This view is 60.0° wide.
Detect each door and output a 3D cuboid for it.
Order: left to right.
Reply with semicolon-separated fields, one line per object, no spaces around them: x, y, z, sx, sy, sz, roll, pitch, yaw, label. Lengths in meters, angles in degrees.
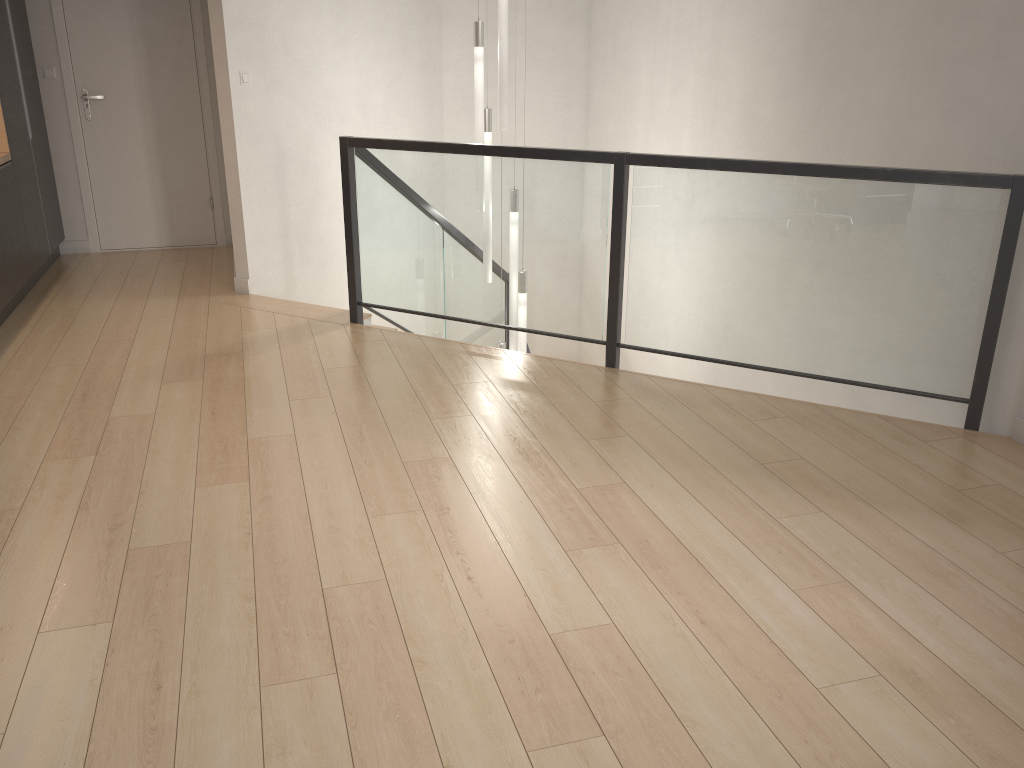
-2.683;-2.029;6.402;0.974;2.136;0.085;-6;21;-16;door

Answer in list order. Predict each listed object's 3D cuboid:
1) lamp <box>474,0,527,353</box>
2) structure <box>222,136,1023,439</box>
-0.058;-2.390;5.191;0.359;6.725;0.359;7;21;18;lamp
0.763;0.541;5.946;4.190;4.339;2.823;11;23;26;structure
